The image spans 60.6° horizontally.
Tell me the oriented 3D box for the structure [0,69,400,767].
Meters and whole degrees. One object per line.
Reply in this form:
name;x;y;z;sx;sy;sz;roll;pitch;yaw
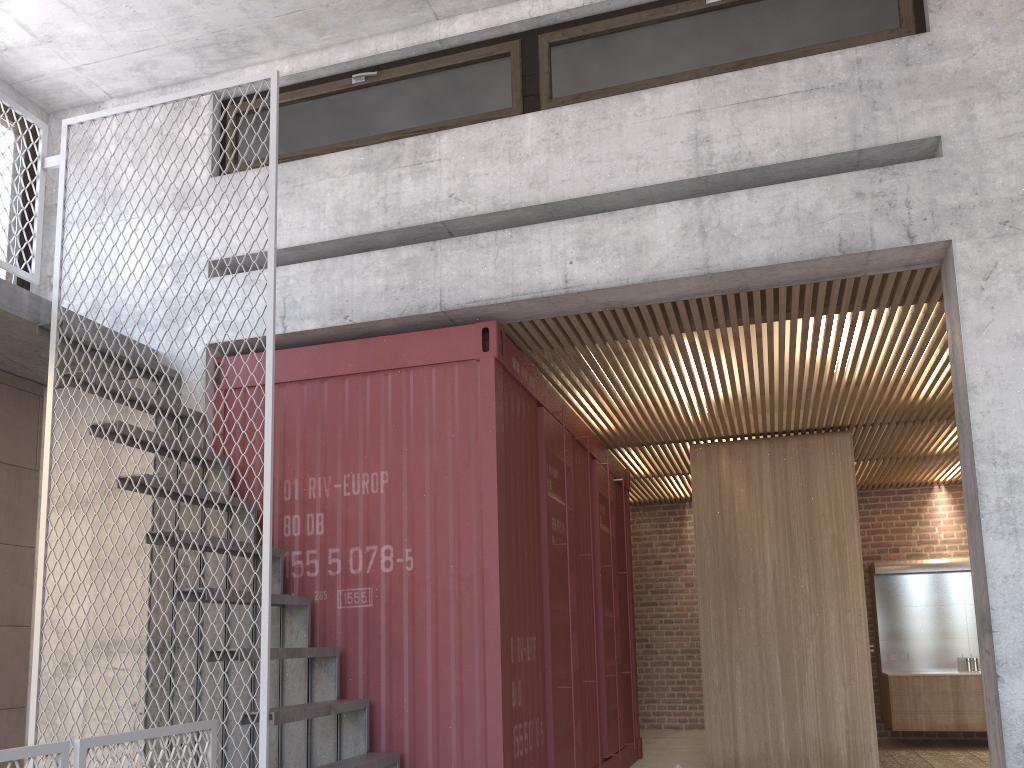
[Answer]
structure;-2.455;0.366;3.678;3.046;4.198;3.779;-5;-13;16

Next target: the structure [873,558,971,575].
structure;6.535;2.119;10.528;4.091;0.153;0.213;-6;-15;16

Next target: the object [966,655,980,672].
object;5.509;3.342;10.502;0.145;0.205;0.054;-5;-10;16

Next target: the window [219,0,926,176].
window;2.083;-2.068;4.676;8.463;0.594;0.115;-6;-10;16

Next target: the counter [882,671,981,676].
counter;6.503;3.320;10.126;4.091;0.019;0.671;-6;-17;16

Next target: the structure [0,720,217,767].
structure;-2.902;1.489;2.136;1.932;0.907;4.554;-6;-17;15

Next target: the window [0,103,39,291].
window;-3.846;-1.452;4.328;0.110;1.696;3.667;-4;-15;16

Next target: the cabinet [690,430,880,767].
cabinet;3.025;2.512;9.863;1.522;3.040;3.858;-4;-14;16

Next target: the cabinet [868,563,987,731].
cabinet;6.555;3.022;10.381;4.128;2.021;1.101;-6;-11;16

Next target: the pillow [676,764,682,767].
pillow;0.631;1.589;3.173;0.188;0.356;0.371;-5;-13;21

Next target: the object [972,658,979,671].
object;5.543;3.356;10.490;0.060;0.155;0.061;-7;-11;31

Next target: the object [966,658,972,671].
object;5.476;3.364;10.510;0.060;0.155;0.061;-7;-11;31
